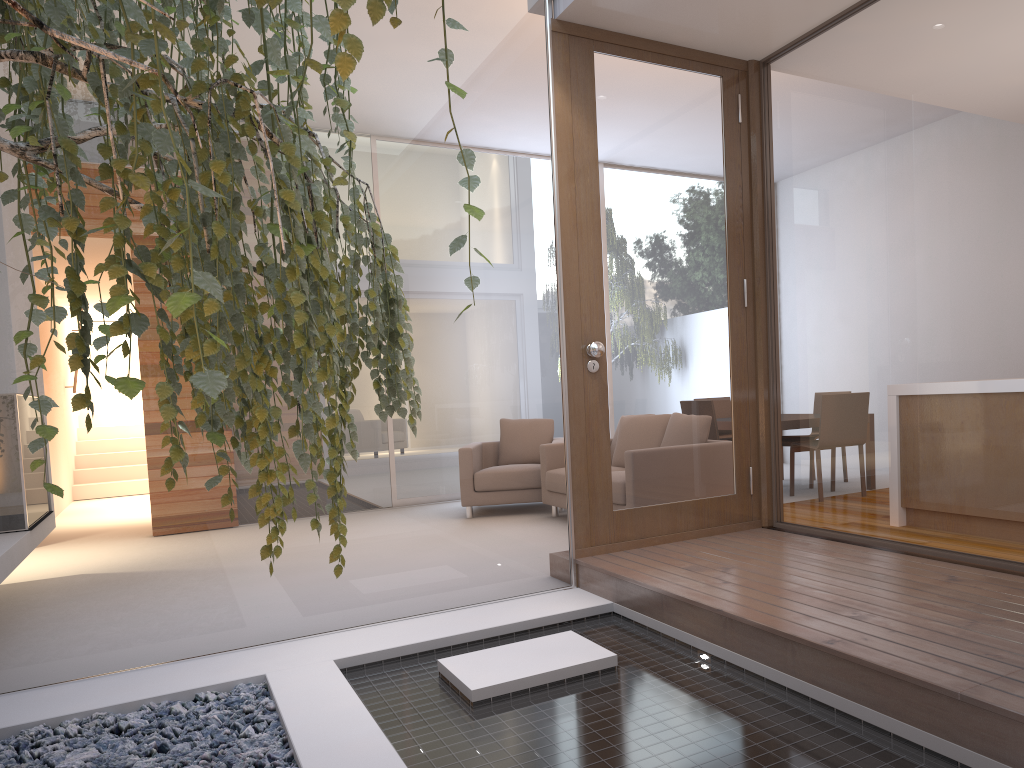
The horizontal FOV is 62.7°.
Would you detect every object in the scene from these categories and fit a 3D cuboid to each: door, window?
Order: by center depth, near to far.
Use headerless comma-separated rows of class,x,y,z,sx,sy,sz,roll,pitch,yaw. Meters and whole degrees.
window,2.170,-0.535,2.598,0.069,2.479,4.113,-5,1,-23
window,-1.150,-0.591,3.073,3.196,3.271,0.044,-4,3,-30
door,0.784,-0.430,4.155,1.060,2.376,0.098,-5,4,-30

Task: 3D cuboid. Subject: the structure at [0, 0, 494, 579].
structure,-0.937,-0.979,0.863,2.010,4.011,2.100,-5,3,-30
